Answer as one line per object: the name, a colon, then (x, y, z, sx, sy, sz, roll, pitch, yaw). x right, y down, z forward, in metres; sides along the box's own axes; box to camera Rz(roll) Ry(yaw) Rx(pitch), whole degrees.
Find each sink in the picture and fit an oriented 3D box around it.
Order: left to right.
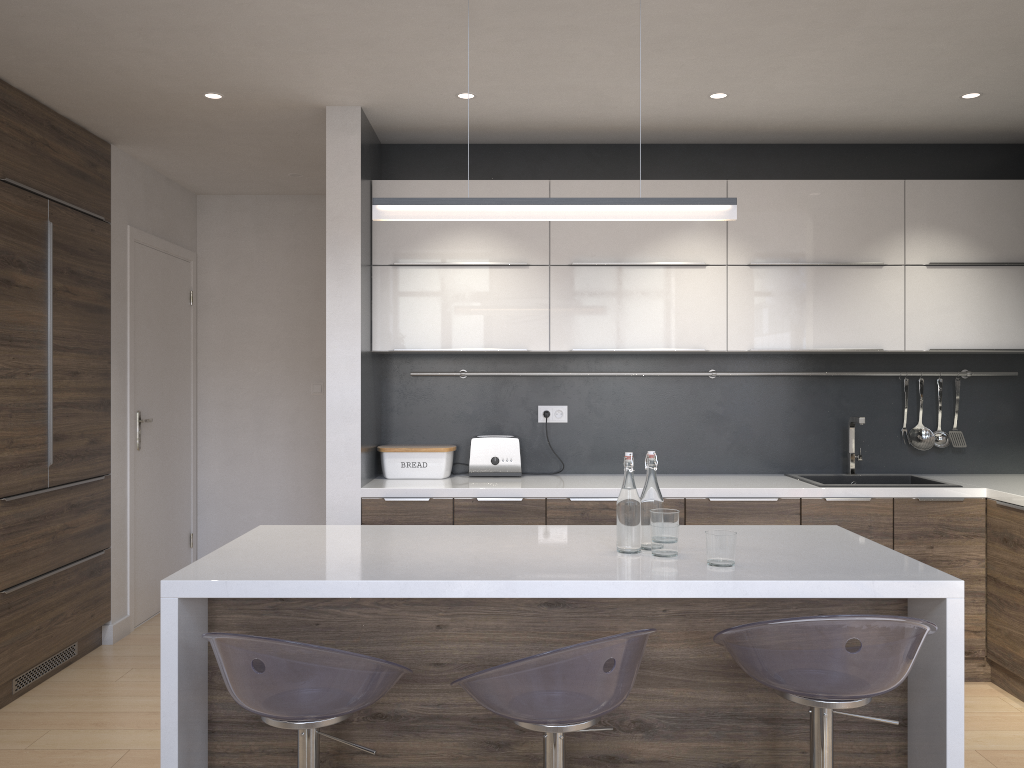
sink: (1.655, 0.417, 4.122, 0.626, 0.518, 0.512, 0, 0, 0)

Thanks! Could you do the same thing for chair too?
chair: (-0.458, 0.904, 2.002, 0.475, 0.787, 0.434, 0, 0, 18)
chair: (0.093, 0.904, 1.983, 0.475, 0.787, 0.434, 0, 0, -37)
chair: (0.691, 0.879, 1.983, 0.475, 0.838, 0.434, 0, 0, -2)

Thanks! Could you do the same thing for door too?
door: (-1.999, 0.240, 5.105, 0.085, 2.136, 0.974, 0, 0, 0)

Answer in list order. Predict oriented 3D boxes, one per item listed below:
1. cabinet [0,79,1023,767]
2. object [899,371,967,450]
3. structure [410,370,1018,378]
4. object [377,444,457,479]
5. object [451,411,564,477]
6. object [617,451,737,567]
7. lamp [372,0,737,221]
cabinet: (0.300, 0.049, 3.229, 4.694, 2.501, 2.402, 0, 0, 0)
object: (2.077, 0.131, 4.389, 0.320, 0.389, 0.069, 0, 0, 1)
structure: (0.999, -0.050, 4.399, 3.000, 0.045, 0.050, 0, 0, 0)
object: (-0.459, 0.375, 4.292, 0.380, 0.148, 0.263, 0, 0, 0)
object: (-0.023, 0.291, 4.329, 0.562, 0.319, 0.191, 0, 0, 0)
object: (0.420, 0.316, 2.286, 0.148, 0.267, 0.323, 0, 0, -35)
lamp: (0.117, -0.828, 2.437, 0.998, 0.756, 0.020, 0, 0, 0)
